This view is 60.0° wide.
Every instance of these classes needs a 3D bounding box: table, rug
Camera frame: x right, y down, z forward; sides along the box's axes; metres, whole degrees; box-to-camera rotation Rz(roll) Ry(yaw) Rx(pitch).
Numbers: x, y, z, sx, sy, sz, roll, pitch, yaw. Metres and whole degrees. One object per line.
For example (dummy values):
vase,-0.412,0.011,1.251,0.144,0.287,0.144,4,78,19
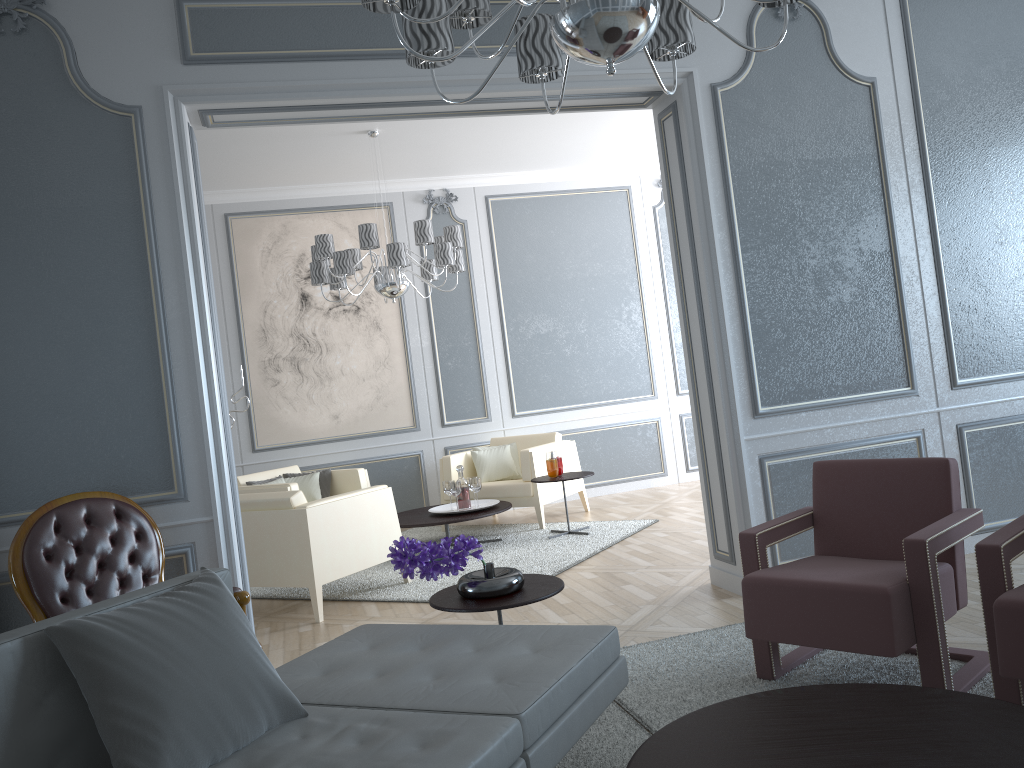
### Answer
table,-0.424,0.957,5.806,0.883,0.239,0.881,-7,0,-17
table,-0.023,0.818,2.696,0.414,0.385,0.414,-7,-1,-27
table,0.350,0.787,5.733,0.414,0.385,0.414,-7,-1,33
rug,0.591,0.938,1.626,2.019,0.010,3.202,-7,0,-14
rug,-0.393,1.068,5.501,1.998,0.010,2.002,-7,0,31
table,0.653,0.815,1.602,0.882,0.239,0.882,-7,0,3

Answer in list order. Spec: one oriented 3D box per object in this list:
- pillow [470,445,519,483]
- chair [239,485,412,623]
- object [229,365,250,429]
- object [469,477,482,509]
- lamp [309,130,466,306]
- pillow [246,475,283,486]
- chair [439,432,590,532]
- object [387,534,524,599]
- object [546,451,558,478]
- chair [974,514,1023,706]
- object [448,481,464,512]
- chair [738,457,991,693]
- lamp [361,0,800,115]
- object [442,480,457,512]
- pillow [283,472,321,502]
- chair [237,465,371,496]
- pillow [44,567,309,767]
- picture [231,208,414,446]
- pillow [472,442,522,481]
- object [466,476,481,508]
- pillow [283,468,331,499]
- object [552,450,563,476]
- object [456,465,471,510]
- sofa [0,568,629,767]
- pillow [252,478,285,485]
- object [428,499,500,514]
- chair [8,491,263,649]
pillow,-0.130,0.596,6.603,0.312,0.245,0.163,-7,-1,-20
chair,-1.129,0.850,4.753,0.854,0.621,0.738,-7,-1,31
object,-2.106,0.589,6.192,0.446,1.386,0.447,-8,-1,31
object,-0.230,0.710,5.769,0.080,0.196,0.080,-7,-1,-31
lamp,-0.833,-1.074,5.715,0.977,1.120,0.975,-7,-1,-26
pillow,-1.658,0.786,6.138,0.184,0.276,0.351,-8,-1,32
chair,-0.003,0.713,6.562,0.854,0.621,0.738,-7,-1,31
object,-0.153,0.529,2.617,0.425,0.221,0.206,-7,-1,-44
object,0.259,0.521,5.736,0.075,0.166,0.075,-7,-1,-25
chair,1.502,0.511,2.149,0.607,0.620,0.575,-6,-1,-44
object,-0.359,0.726,5.714,0.080,0.196,0.080,-7,-1,-11
chair,1.038,0.569,2.672,0.607,0.620,0.575,-6,-1,-44
lamp,0.135,-1.201,1.869,0.977,1.120,0.975,-7,-1,-26
object,-0.404,0.732,5.801,0.080,0.196,0.080,-7,-1,-31
pillow,-1.502,0.766,6.254,0.312,0.245,0.163,-7,-1,-10
chair,-1.488,0.897,6.180,0.736,0.621,0.855,-7,-1,31
pillow,-0.633,0.575,1.723,0.253,0.354,0.422,-7,-1,23
picture,-1.467,-0.465,6.928,1.200,1.752,0.001,-7,-1,-14
pillow,-0.109,0.595,6.689,0.351,0.276,0.184,-7,-1,-9
object,-0.252,0.713,5.850,0.080,0.196,0.080,-7,-1,-31
pillow,-1.466,0.763,6.335,0.351,0.276,0.184,-7,-1,1
object,0.294,0.517,5.815,0.075,0.166,0.075,-8,-1,35
object,-0.325,0.675,5.798,0.086,0.290,0.086,-7,-1,7
sofa,-0.552,0.739,1.444,0.809,0.668,2.206,-7,0,26
pillow,-1.606,0.779,6.067,0.163,0.245,0.312,-7,-1,20
object,-0.311,0.808,5.783,0.468,0.028,0.468,-7,0,-2
chair,-1.181,0.745,2.772,0.574,0.829,0.573,-8,-1,36
